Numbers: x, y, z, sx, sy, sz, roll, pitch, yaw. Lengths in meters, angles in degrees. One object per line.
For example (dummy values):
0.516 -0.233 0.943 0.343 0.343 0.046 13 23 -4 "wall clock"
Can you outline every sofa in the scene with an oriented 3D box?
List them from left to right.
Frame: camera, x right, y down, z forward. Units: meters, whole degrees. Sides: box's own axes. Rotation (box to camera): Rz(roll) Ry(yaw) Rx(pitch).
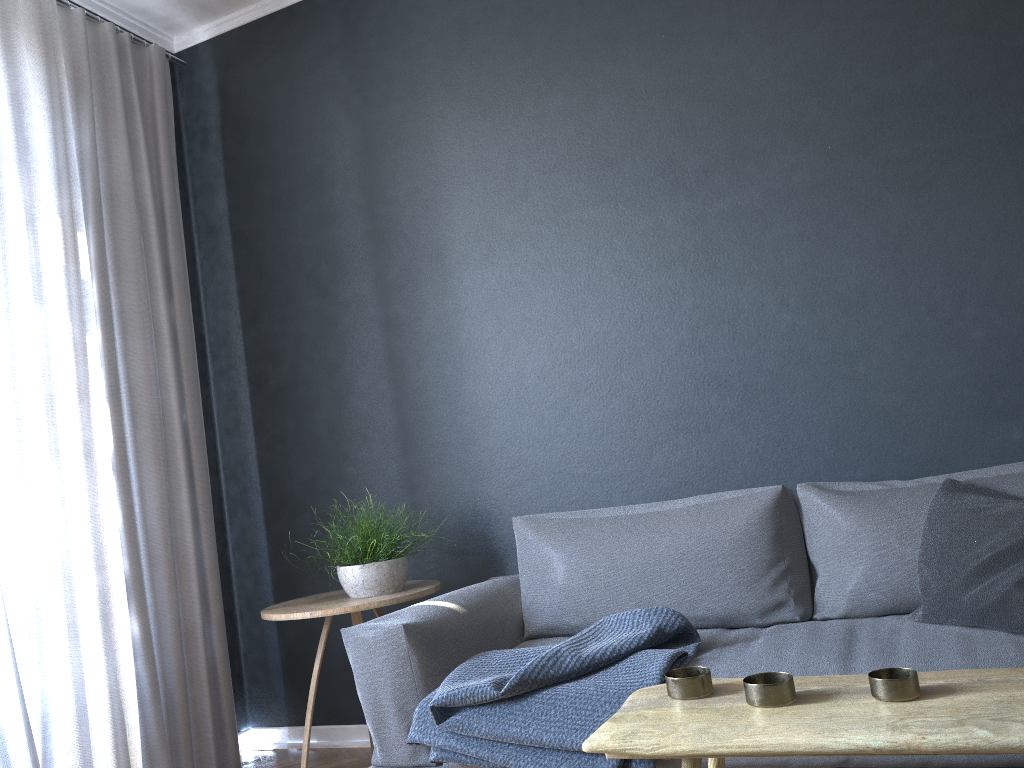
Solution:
0.769 0.660 2.285 2.342 0.797 0.970 -11 -6 22 "sofa"

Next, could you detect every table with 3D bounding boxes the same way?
0.541 0.700 1.181 0.788 0.549 0.339 -11 -6 23 "table"

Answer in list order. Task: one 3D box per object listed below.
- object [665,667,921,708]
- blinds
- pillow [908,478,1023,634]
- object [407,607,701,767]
0.389 0.439 1.285 0.369 0.033 0.103 -12 -7 33 "object"
-1.995 -0.024 1.694 0.312 2.784 3.994 -10 -6 23 "blinds"
1.287 0.375 2.012 0.799 0.361 0.442 -13 -8 40 "pillow"
0.128 0.770 2.223 0.667 0.329 0.490 -11 -7 27 "object"
